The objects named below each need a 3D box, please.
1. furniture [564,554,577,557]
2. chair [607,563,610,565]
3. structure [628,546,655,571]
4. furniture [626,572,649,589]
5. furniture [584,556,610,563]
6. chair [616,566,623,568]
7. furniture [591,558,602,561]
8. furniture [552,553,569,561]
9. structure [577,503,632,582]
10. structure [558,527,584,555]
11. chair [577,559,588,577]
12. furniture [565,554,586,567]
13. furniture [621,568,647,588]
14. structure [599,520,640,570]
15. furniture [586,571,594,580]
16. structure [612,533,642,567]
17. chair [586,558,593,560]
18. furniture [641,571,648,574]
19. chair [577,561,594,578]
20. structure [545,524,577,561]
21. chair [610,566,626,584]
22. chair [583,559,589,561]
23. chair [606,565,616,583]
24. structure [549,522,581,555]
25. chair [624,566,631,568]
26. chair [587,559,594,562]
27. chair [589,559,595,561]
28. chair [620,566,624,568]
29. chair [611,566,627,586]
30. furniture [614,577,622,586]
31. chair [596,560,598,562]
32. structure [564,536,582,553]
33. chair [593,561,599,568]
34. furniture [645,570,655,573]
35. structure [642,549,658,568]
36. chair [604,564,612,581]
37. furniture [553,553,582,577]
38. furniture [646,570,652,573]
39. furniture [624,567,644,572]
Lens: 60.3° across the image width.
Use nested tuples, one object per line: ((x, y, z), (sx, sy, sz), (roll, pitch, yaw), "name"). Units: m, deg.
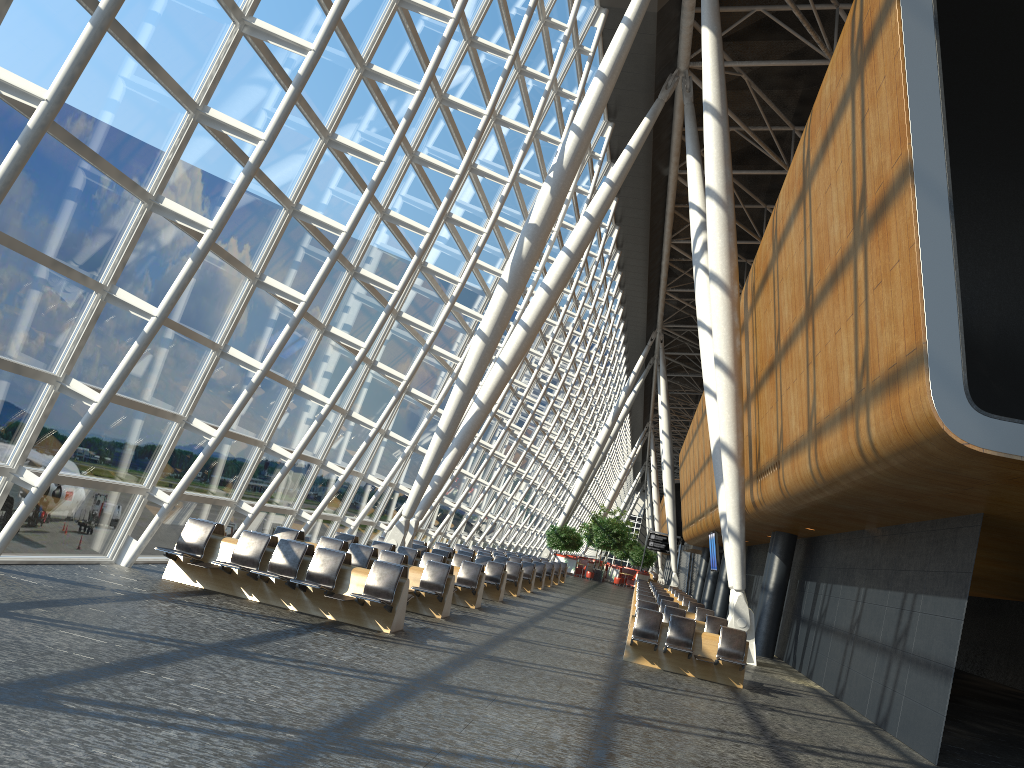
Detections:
((4.142, 12.534, 61.828), (0.882, 0.999, 2.877), (10, -9, 22), "furniture")
((7.423, 13.960, 65.985), (0.662, 1.002, 0.626), (13, -5, -5), "chair")
((8.743, 12.402, 60.424), (1.755, 2.758, 1.772), (16, -6, -33), "structure")
((7.413, 11.492, 51.488), (0.882, 0.999, 2.877), (10, -9, 22), "furniture")
((9.318, 19.915, 98.121), (3.240, 0.862, 1.683), (11, -8, 9), "furniture")
((7.252, 12.679, 58.676), (0.670, 1.002, 0.619), (16, -6, -35), "chair")
((8.895, 19.320, 95.164), (3.240, 0.862, 1.683), (11, -8, 9), "furniture")
((3.084, 11.046, 54.439), (0.882, 0.999, 2.877), (10, -9, 22), "furniture")
((5.356, 9.510, 53.083), (3.090, 4.498, 5.866), (12, -7, 3), "structure")
((3.653, 10.686, 57.106), (1.806, 2.830, 1.824), (16, -6, -33), "structure")
((4.076, 10.928, 52.467), (0.617, 1.002, 0.672), (9, -6, 35), "chair")
((4.227, 12.051, 58.875), (0.897, 0.999, 2.830), (15, -9, -22), "furniture")
((7.327, 11.976, 54.440), (0.897, 0.999, 2.830), (15, -9, -22), "furniture")
((8.028, 12.758, 68.748), (3.068, 4.500, 5.843), (9, -8, 32), "structure")
((4.402, 10.822, 49.767), (0.449, 0.456, 0.440), (17, -8, -37), "furniture")
((8.172, 12.547, 64.116), (2.264, 3.450, 2.253), (10, -6, 22), "structure")
((5.621, 13.708, 66.827), (0.629, 1.002, 0.660), (15, -6, -25), "chair")
((8.471, 12.980, 58.876), (0.882, 0.999, 2.877), (10, -9, 22), "furniture")
((4.233, 10.730, 51.101), (0.655, 1.002, 0.633), (9, -6, 35), "chair")
((2.635, 9.303, 50.063), (1.755, 2.758, 1.772), (16, -6, -33), "structure")
((6.194, 11.192, 51.288), (0.670, 1.002, 0.619), (16, -6, -35), "chair")
((4.267, 11.299, 54.399), (0.670, 1.002, 0.619), (16, -6, -35), "chair")
((6.219, 11.580, 53.542), (0.618, 1.002, 0.671), (7, -7, 44), "chair")
((2.978, 9.771, 52.945), (1.931, 2.946, 1.868), (14, -5, -16), "structure")
((9.028, 14.819, 68.975), (0.626, 1.002, 0.662), (14, -5, -15), "chair")
((5.134, 12.416, 59.856), (0.617, 1.002, 0.672), (9, -6, 35), "chair")
((5.325, 12.786, 61.787), (0.670, 1.002, 0.619), (16, -6, -35), "chair")
((7.459, 12.910, 59.764), (0.631, 1.002, 0.657), (16, -6, -35), "chair")
((6.401, 11.422, 52.376), (0.631, 1.002, 0.657), (16, -6, -35), "chair")
((5.984, 11.199, 49.947), (0.440, 0.456, 0.450), (10, -7, 22), "furniture")
((6.152, 14.038, 68.081), (0.668, 1.002, 0.621), (15, -6, -25), "chair")
((3.892, 11.320, 60.411), (1.779, 2.792, 1.797), (16, -6, -33), "structure")
((5.291, 12.218, 58.490), (0.655, 1.002, 0.633), (9, -6, 35), "chair")
((13.892, 19.801, 91.561), (1.890, 0.862, 1.683), (11, -8, 10), "furniture")
((10.547, 14.423, 70.637), (1.908, 2.973, 1.927), (16, -6, -33), "structure")
((6.110, 11.756, 54.716), (0.656, 1.002, 0.632), (7, -7, 45), "chair")
((3.169, 10.563, 51.487), (0.897, 0.999, 2.830), (15, -9, -22), "furniture")
((14.315, 20.397, 94.518), (1.890, 0.862, 1.683), (11, -8, 10), "furniture")
((8.385, 13.464, 61.829), (0.897, 0.999, 2.830), (15, -9, -22), "furniture")
